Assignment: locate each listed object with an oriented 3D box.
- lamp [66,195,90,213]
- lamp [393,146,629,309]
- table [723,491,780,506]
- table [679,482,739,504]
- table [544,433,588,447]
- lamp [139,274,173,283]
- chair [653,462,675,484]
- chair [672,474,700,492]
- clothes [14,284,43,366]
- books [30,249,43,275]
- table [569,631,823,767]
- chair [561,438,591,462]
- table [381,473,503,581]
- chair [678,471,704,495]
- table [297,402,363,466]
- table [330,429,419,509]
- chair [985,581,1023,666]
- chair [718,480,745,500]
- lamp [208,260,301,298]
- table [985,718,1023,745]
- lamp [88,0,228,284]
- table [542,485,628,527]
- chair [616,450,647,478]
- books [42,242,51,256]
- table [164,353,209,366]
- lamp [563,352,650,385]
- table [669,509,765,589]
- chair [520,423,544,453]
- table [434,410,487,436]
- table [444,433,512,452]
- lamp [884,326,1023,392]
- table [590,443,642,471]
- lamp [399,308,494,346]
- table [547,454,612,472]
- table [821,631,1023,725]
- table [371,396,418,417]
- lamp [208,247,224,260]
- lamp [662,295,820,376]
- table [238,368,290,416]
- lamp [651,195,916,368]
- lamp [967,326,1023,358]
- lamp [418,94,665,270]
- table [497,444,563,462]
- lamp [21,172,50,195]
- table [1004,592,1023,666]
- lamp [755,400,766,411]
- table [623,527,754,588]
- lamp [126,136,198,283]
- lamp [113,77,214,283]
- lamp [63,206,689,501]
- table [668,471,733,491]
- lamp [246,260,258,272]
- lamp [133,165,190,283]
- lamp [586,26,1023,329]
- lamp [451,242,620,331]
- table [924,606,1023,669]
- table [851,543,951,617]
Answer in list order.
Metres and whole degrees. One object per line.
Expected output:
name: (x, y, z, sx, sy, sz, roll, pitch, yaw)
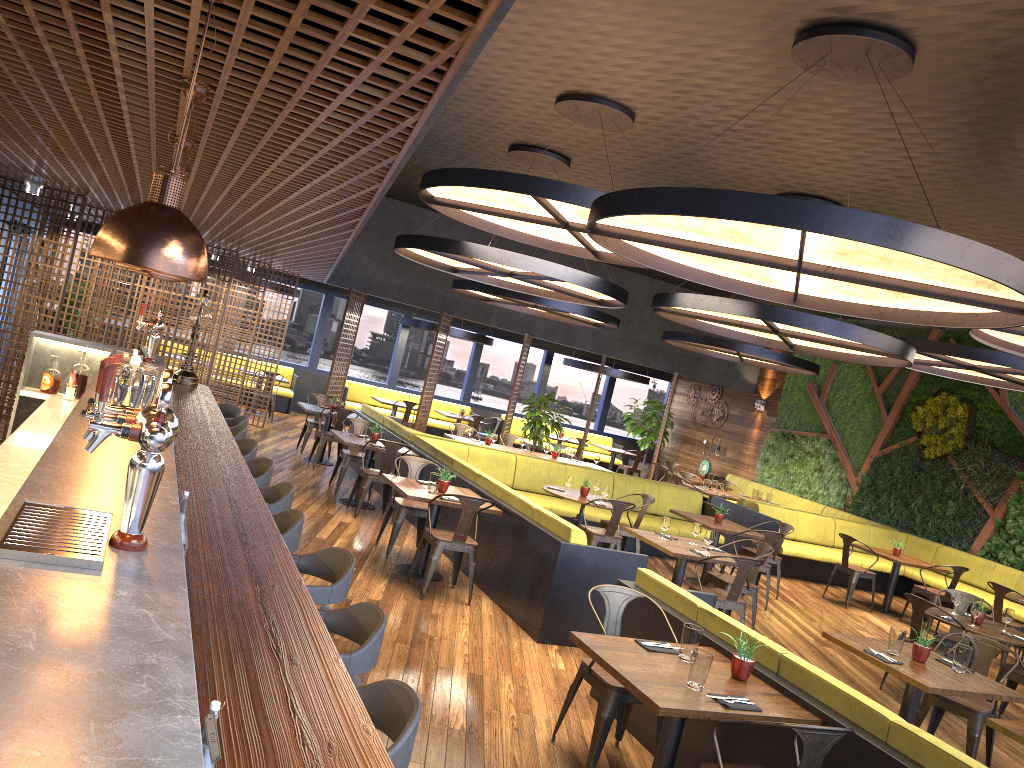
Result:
lamp: (-4.881, -1.999, 9.943, 0.228, 0.172, 0.228, 13, 1, -23)
lamp: (0.147, -1.936, 10.375, 2.778, 1.475, 2.778, 13, 1, -19)
table: (4.198, 2.408, 15.517, 0.887, 0.763, 0.906, 13, 1, -23)
table: (3.359, 2.211, 15.159, 0.887, 0.763, 0.906, 13, 1, -23)
table: (0.994, 1.560, 19.478, 0.906, 0.763, 0.887, 13, 1, -23)
lamp: (-2.514, -1.094, 6.438, 0.250, 0.673, 0.250, 14, 1, 10)
chair: (2.842, 1.975, 16.776, 0.541, 0.917, 0.504, 13, 1, -22)
chair: (2.863, 2.015, 14.858, 0.541, 0.917, 0.504, 13, 1, -22)
clothes: (-8.366, -1.008, 15.402, 0.401, 1.494, 0.423, 13, 1, -27)
books: (-8.015, -2.042, 14.967, 0.223, 0.489, 0.286, 13, 1, -31)
table: (0.780, 1.785, 4.343, 0.906, 0.763, 0.887, 13, 1, -23)
chair: (1.302, 1.565, 18.840, 0.504, 0.917, 0.541, 13, 1, -22)
table: (-0.739, 1.350, 8.066, 0.887, 0.763, 0.906, 13, 1, -23)
chair: (3.133, 2.064, 15.793, 0.504, 0.917, 0.541, 13, 1, -22)
table: (-2.734, 0.776, 13.051, 0.887, 0.763, 0.906, 13, 1, -23)
table: (-1.735, 1.063, 10.559, 0.887, 0.763, 0.906, 13, 1, -23)
chair: (5.709, 2.788, 10.256, 0.541, 0.917, 0.504, 13, 1, -22)
chair: (3.914, 2.247, 16.126, 0.504, 0.917, 0.541, 13, 1, -22)
lamp: (-4.779, -2.933, 16.810, 1.979, 2.172, 1.979, 13, 1, -16)
table: (3.075, 2.335, 4.617, 0.906, 0.763, 0.887, 13, 1, -23)
lamp: (-0.724, -0.579, 1.956, 0.250, 0.673, 0.250, 13, 1, -35)
table: (0.754, 1.671, 10.227, 1.007, 0.760, 1.007, 14, 1, 15)
chair: (2.588, 1.866, 19.388, 0.504, 0.917, 0.541, 13, 1, -22)
books: (-8.203, -2.394, 15.581, 0.177, 0.245, 0.450, 13, 1, -23)
table: (-6.110, -0.103, 16.445, 0.887, 0.763, 0.906, 13, 1, -23)
lamp: (2.347, -1.266, 19.847, 1.979, 2.172, 1.979, 13, 1, -38)
table: (2.447, 2.070, 10.829, 0.887, 0.763, 0.906, 13, 1, -23)
chair: (0.415, 1.342, 19.270, 0.541, 0.917, 0.504, 13, 1, -22)
table: (-1.164, 1.055, 18.558, 0.906, 0.763, 0.887, 13, 1, -23)
table: (-0.581, 1.286, 13.643, 0.906, 0.763, 0.887, 13, 1, -23)
lamp: (6.051, -0.708, 11.395, 2.778, 1.159, 2.778, 13, 1, -33)
table: (2.253, 1.855, 20.010, 0.887, 0.763, 0.906, 13, 1, -23)
lamp: (-1.113, -2.074, 18.372, 1.979, 2.172, 1.979, 14, 1, 22)
table: (1.045, 1.666, 14.342, 0.906, 0.763, 0.887, 13, 1, -23)
table: (2.595, 2.197, 5.813, 0.887, 0.763, 0.906, 13, 1, -23)
table: (-2.423, 0.760, 18.017, 0.887, 0.763, 0.906, 13, 1, -23)
lamp: (-4.508, -1.973, 13.478, 0.228, 0.172, 0.228, 13, 1, -23)
lamp: (4.204, -1.133, 15.836, 2.778, 1.362, 2.778, 14, 1, 32)
table: (-4.851, 0.192, 16.982, 0.887, 0.763, 0.906, 13, 1, -23)
lamp: (3.049, -1.220, 9.642, 2.778, 1.475, 2.778, 14, 1, 27)
lamp: (5.611, -0.747, 7.690, 2.778, 1.159, 2.778, 13, 1, -45)
lamp: (0.630, -1.961, 8.180, 2.778, 1.159, 2.778, 14, 1, 28)
table: (0.234, 1.477, 13.991, 0.906, 0.763, 0.887, 13, 1, -23)
lamp: (-4.517, -1.882, 8.376, 0.228, 0.172, 0.228, 13, 1, -23)
table: (6.222, 2.989, 10.488, 1.007, 0.760, 1.007, 14, 1, 35)
lamp: (5.350, 0.449, 19.236, 0.189, 0.215, 0.215, 13, 1, -23)
table: (1.575, 1.903, 8.408, 0.906, 0.763, 0.887, 13, 1, -23)
lamp: (-1.643, -0.843, 4.257, 0.250, 0.673, 0.250, 14, 1, 10)
lamp: (-1.164, -0.706, 3.058, 0.250, 0.673, 0.250, 14, 1, 10)
lamp: (-1.839, -0.003, 12.561, 9.057, 2.714, 3.017, 13, 1, -22)
table: (3.527, 2.217, 17.056, 0.887, 0.763, 0.906, 13, 1, -23)
lamp: (-4.319, -1.950, 14.700, 0.228, 0.172, 0.228, 13, 1, -23)
lamp: (-2.068, -0.966, 5.322, 0.250, 0.673, 0.250, 14, 1, 10)
lamp: (2.001, -1.401, 5.675, 2.778, 1.475, 2.778, 14, 1, 32)
lamp: (0.537, -1.914, 14.369, 2.778, 1.475, 2.778, 13, 1, -22)
table: (4.080, 2.517, 7.954, 1.007, 0.760, 1.007, 13, 1, -35)
table: (5.145, 2.702, 11.979, 0.887, 0.763, 0.906, 13, 1, -23)
